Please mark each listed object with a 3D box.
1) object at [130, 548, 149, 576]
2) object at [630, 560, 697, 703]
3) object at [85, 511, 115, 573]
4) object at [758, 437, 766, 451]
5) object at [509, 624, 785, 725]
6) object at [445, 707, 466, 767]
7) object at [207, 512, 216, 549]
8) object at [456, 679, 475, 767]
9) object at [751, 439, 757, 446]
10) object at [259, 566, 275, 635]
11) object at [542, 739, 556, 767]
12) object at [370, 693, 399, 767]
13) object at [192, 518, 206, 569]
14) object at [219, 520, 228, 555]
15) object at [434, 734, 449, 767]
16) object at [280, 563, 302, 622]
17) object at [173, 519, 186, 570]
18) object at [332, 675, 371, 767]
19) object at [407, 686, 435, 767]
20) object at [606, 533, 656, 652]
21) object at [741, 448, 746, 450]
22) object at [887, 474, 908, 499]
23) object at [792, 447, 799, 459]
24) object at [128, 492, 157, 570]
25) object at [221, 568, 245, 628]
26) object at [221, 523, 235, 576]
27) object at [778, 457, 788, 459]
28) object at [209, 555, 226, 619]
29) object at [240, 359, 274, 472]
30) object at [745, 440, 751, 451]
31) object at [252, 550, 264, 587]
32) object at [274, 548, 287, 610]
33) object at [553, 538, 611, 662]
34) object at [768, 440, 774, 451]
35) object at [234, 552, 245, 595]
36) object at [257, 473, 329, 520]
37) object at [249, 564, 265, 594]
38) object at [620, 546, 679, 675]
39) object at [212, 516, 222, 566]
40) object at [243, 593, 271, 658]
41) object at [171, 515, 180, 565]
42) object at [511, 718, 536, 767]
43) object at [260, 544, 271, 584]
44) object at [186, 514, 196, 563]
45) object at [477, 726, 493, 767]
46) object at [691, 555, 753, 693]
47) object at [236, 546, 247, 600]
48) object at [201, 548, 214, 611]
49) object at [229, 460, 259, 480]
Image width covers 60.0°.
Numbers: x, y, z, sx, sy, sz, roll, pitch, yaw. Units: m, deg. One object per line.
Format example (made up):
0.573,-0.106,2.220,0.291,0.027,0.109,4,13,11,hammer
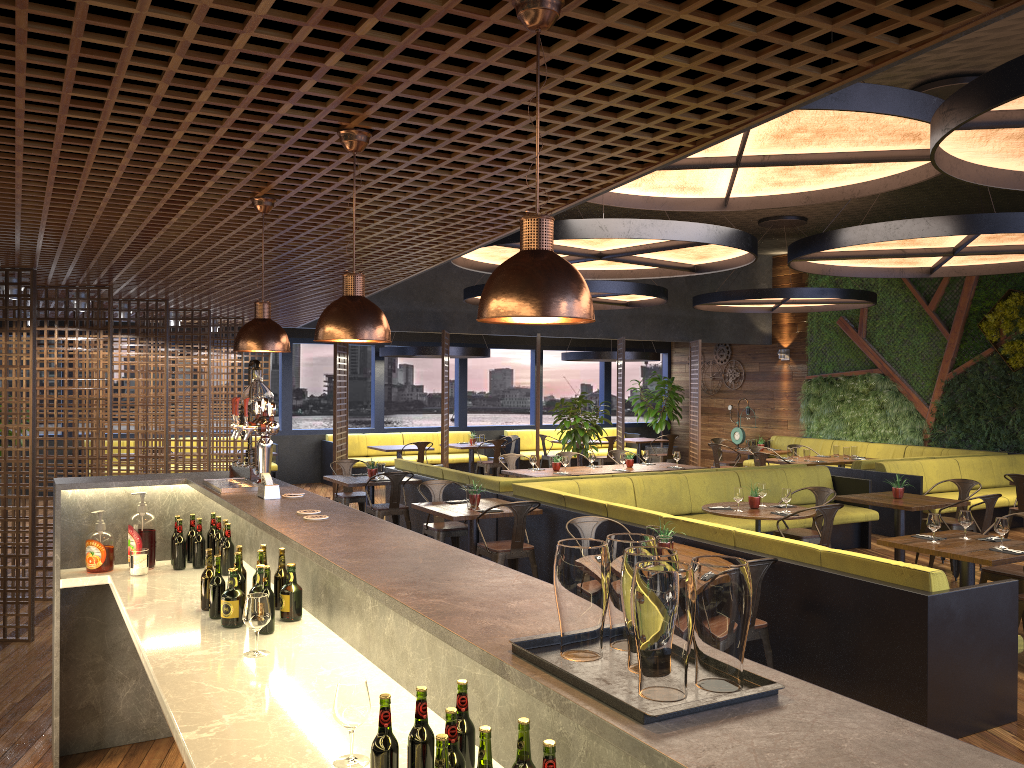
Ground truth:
-1.836,0.877,4.368,0.088,0.123,0.088,0,0,-24,object
0.242,0.395,1.423,0.105,0.209,0.105,0,0,6,object
-2.063,0.785,4.445,0.133,0.301,0.133,0,0,-24,object
4.266,1.006,15.206,0.238,0.271,0.260,0,0,-8,object
0.215,0.490,1.537,0.273,0.019,0.437,0,0,-29,object
-0.132,0.826,1.908,0.063,0.254,0.063,0,0,-37,object
-1.593,0.813,4.727,0.063,0.254,0.063,0,0,33,object
-0.118,0.827,2.092,0.063,0.254,0.063,0,0,-27,object
4.196,1.051,15.389,0.102,0.178,0.102,0,0,6,object
-0.934,0.819,3.370,0.063,0.254,0.063,0,0,-41,object
0.073,0.829,1.741,0.063,0.254,0.063,0,0,-22,object
-0.286,0.826,1.994,0.063,0.254,0.063,0,0,-32,object
-1.599,0.812,4.532,0.063,0.254,0.063,0,0,-37,object
-1.451,0.814,4.485,0.063,0.254,0.063,0,0,-1,object
-0.140,0.827,1.765,0.063,0.254,0.063,0,0,-26,object
-0.886,0.834,3.559,0.088,0.224,0.088,0,0,-35,object
-1.685,0.812,4.496,0.063,0.254,0.063,0,0,-42,object
-0.403,0.848,2.234,0.097,0.206,0.097,0,0,20,object
-0.209,0.826,2.044,0.063,0.254,0.063,0,0,33,object
0.225,0.394,1.683,0.105,0.209,0.105,0,0,6,object
4.073,1.130,15.502,0.255,0.019,0.157,0,0,-30,object
3.890,1.014,8.905,0.260,0.271,0.238,0,0,6,object
4.318,1.055,13.500,0.102,0.178,0.102,0,0,-44,object
-1.878,0.744,4.507,0.133,0.385,0.133,0,0,10,object
-1.089,0.833,3.460,0.088,0.224,0.088,0,0,15,object
-1.403,0.815,4.376,0.063,0.254,0.063,0,0,33,object
4.181,1.134,13.564,0.157,0.019,0.255,0,0,-30,object
-1.189,0.817,3.578,0.063,0.254,0.063,0,0,24,object
-1.789,0.305,6.093,0.263,0.944,0.566,0,0,-37,object
4.056,1.050,15.222,0.102,0.178,0.102,0,0,-44,object
-1.046,0.818,3.686,0.063,0.254,0.063,0,0,-26,object
-0.968,0.818,3.730,0.063,0.254,0.063,0,0,33,object
0.128,0.394,1.621,0.105,0.209,0.105,0,0,6,object
4.441,1.053,15.234,0.102,0.178,0.102,0,0,6,object
-1.125,0.817,3.632,0.063,0.254,0.063,0,0,-1,object
-0.836,0.435,3.564,0.200,0.106,0.766,0,0,-29,object
-1.000,0.833,3.528,0.088,0.224,0.088,0,0,0,object
0.241,0.395,1.546,0.105,0.209,0.105,0,0,6,object
-1.522,0.813,4.600,0.063,0.254,0.063,0,0,33,object
-0.895,0.843,3.111,0.097,0.206,0.097,0,0,2,object
-1.741,0.812,4.613,0.063,0.254,0.063,0,0,-37,object
0.024,0.828,1.853,0.063,0.254,0.063,0,0,-1,object
-1.068,0.817,3.809,0.063,0.254,0.063,0,0,-32,object
-1.685,0.812,4.678,0.063,0.254,0.063,0,0,13,object
-0.055,0.827,1.808,0.063,0.254,0.063,0,0,-1,object
0.343,0.396,1.465,0.105,0.209,0.105,0,0,6,object
-1.162,0.817,3.776,0.063,0.254,0.063,0,0,33,object
-1.267,0.816,3.707,0.063,0.254,0.063,0,0,13,object
-1.355,0.437,4.532,0.177,0.091,0.091,0,0,36,object
